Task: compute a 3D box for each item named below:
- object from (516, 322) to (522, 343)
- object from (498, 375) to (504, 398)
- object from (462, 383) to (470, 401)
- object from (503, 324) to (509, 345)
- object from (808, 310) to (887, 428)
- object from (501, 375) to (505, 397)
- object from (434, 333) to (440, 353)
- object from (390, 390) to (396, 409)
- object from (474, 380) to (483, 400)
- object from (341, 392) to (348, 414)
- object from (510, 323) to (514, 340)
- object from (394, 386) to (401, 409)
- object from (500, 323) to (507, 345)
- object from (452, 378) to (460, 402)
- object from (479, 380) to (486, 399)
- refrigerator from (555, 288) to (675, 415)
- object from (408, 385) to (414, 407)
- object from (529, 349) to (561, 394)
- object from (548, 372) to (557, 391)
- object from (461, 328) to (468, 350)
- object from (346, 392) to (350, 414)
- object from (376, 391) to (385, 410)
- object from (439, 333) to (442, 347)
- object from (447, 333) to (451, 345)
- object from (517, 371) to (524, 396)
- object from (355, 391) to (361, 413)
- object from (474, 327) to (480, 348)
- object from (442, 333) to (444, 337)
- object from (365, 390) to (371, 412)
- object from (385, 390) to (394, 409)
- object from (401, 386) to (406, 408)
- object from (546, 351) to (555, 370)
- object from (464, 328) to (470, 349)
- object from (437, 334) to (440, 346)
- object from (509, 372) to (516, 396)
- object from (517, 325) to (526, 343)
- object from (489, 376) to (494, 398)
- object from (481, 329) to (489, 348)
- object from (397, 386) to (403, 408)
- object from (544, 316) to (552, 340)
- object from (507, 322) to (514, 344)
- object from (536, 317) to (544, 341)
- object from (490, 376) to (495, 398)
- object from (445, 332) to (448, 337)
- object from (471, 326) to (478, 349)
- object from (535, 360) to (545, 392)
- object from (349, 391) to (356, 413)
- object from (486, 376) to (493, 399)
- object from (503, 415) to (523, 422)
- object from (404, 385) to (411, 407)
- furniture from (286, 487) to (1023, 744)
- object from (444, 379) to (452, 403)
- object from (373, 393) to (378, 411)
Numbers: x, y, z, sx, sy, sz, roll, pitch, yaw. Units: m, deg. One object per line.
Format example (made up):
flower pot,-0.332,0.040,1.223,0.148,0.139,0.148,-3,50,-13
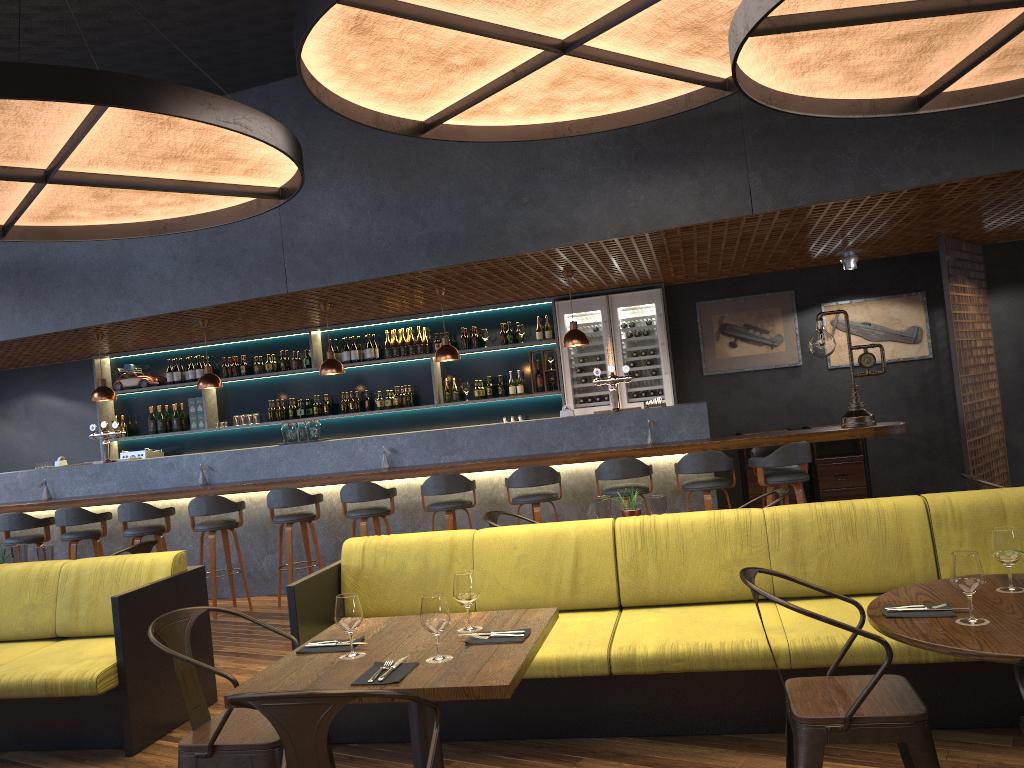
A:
object,0.077,-0.576,10.085,0.063,0.254,0.063,-6,-2,20
object,-0.128,0.026,10.016,0.063,0.254,0.063,-5,-2,-25
object,-0.519,0.092,10.085,0.097,0.206,0.097,-5,-2,-19
object,-0.074,-0.560,10.113,0.063,0.254,0.063,-7,-2,40
object,2.692,-0.130,7.092,0.566,0.944,0.263,-6,-1,4
object,-0.120,0.027,10.099,0.063,0.254,0.063,-6,-2,20
object,-0.860,-0.464,10.137,0.056,0.227,0.056,-5,-2,-26
object,-1.404,0.183,10.406,0.088,0.224,0.088,-6,-1,6
object,-0.387,0.068,10.031,0.088,0.224,0.088,-5,-2,-19
object,-1.965,0.225,10.374,0.063,0.254,0.063,-6,-2,-16
object,-0.016,-0.568,10.039,0.063,0.254,0.063,-5,-2,-25
object,-1.326,0.155,10.212,0.063,0.254,0.063,-6,-1,5
object,-0.103,-0.559,10.016,0.063,0.254,0.063,-5,-2,-36
object,-0.653,0.070,10.168,0.079,0.281,0.079,-6,-1,-9
object,-0.350,0.067,10.135,0.088,0.224,0.088,-6,-1,6
refrigerator,1.177,0.086,9.710,1.159,2.109,0.454,-6,-1,12
object,-1.181,0.142,10.315,0.063,0.254,0.063,-6,-2,-16
object,0.371,-0.141,9.922,0.300,0.475,0.161,-6,-1,11
object,0.455,-0.027,9.906,0.097,0.206,0.097,-5,-2,-38
object,-0.547,-0.512,10.060,0.063,0.254,0.063,-6,-1,9
object,-1.940,0.225,10.482,0.063,0.254,0.063,-6,-1,-1
object,-1.533,0.194,10.317,0.088,0.224,0.088,-5,-2,-19
object,-0.801,-0.470,10.125,0.056,0.227,0.056,-6,-1,-11
object,-0.729,-0.476,10.172,0.056,0.227,0.056,-6,-2,14
object,0.088,-0.012,10.012,0.079,0.281,0.079,-6,-1,6
object,-1.818,0.212,10.456,0.063,0.254,0.063,-6,-2,-16
object,-0.408,-0.525,10.135,0.063,0.254,0.063,-6,-1,-1
object,-0.790,-0.470,10.185,0.056,0.227,0.056,-5,-2,-26
object,-1.701,0.200,10.439,0.063,0.254,0.063,-5,-2,-30
object,-1.428,0.183,10.295,0.088,0.224,0.088,-7,-2,26
object,-1.273,0.154,10.384,0.063,0.254,0.063,-7,-2,39
object,0.431,-0.259,9.912,0.097,0.206,0.097,-5,-2,-38
object,-0.521,-0.512,10.157,0.063,0.254,0.063,-5,-2,-26
object,-0.847,-0.463,10.197,0.056,0.227,0.056,-6,-2,14
object,-0.003,-0.002,10.031,0.079,0.281,0.079,-6,-2,-14
object,0.108,-0.559,9.952,0.097,0.206,0.097,-5,-2,-19
object,-0.246,0.039,10.067,0.063,0.254,0.063,-7,-2,40
object,-0.303,-0.515,10.022,0.097,0.206,0.097,-5,-2,-19
object,-1.307,0.155,10.307,0.063,0.254,0.063,-7,-2,40
object,0.400,-0.626,9.947,0.079,0.281,0.079,-5,-2,-19
object,-0.023,-0.570,9.937,0.063,0.254,0.063,-7,-2,40
object,0.308,-0.616,9.966,0.079,0.281,0.079,-6,-2,21
object,-0.237,0.041,10.150,0.063,0.254,0.063,-5,-2,-25
object,-0.741,-0.477,10.113,0.056,0.227,0.056,-6,-1,-1
object,-0.427,-0.525,10.043,0.063,0.254,0.063,-6,-2,-16
object,0.306,-0.088,9.937,0.091,0.369,0.092,-5,-2,-19
object,-1.867,0.215,10.353,0.063,0.254,0.063,-5,-2,-41
object,-0.257,0.038,9.987,0.063,0.254,0.063,-6,-2,15
object,0.047,0.605,10.030,0.310,0.492,0.204,-6,-1,12
object,-1.212,0.143,10.212,0.063,0.254,0.063,-6,-2,19
furniture,2.433,0.893,2.151,7.462,0.914,4.895,-6,-1,7
object,-0.743,0.080,10.188,0.079,0.281,0.079,-6,-2,16
object,-1.583,0.211,10.440,0.097,0.206,0.097,-7,-2,43
